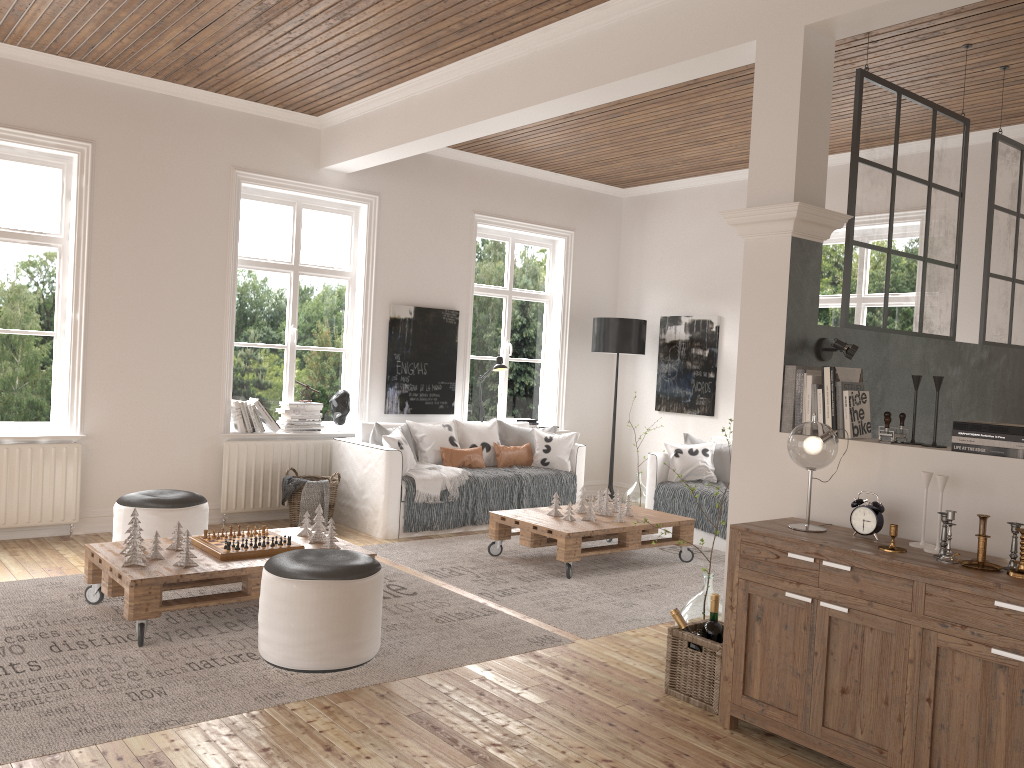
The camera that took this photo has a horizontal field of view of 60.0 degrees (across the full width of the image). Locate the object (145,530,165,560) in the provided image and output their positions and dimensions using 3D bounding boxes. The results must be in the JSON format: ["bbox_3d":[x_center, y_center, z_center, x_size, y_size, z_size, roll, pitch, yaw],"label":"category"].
[{"bbox_3d":[-1.663,0.747,4.136,0.072,0.132,0.076,2,2,-38],"label":"object"}]

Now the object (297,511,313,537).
[{"bbox_3d":[-1.118,0.757,4.829,0.079,0.137,0.075,3,1,10],"label":"object"}]

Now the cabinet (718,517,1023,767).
[{"bbox_3d":[1.385,0.936,2.851,0.408,0.750,1.432,2,2,-39],"label":"cabinet"}]

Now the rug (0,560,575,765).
[{"bbox_3d":[-1.370,1.125,4.290,2.474,0.003,2.254,2,2,-39],"label":"rug"}]

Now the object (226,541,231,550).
[{"bbox_3d":[-1.355,0.774,4.241,0.019,0.040,0.019,2,2,-43],"label":"object"}]

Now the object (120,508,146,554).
[{"bbox_3d":[-1.808,0.696,4.243,0.108,0.213,0.109,3,2,-14],"label":"object"}]

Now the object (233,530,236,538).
[{"bbox_3d":[-1.418,0.765,4.531,0.017,0.037,0.017,3,2,-20],"label":"object"}]

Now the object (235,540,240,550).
[{"bbox_3d":[-1.322,0.773,4.271,0.026,0.044,0.026,3,1,6],"label":"object"}]

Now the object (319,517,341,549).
[{"bbox_3d":[-0.928,0.762,4.539,0.082,0.160,0.082,4,2,40],"label":"object"}]

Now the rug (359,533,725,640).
[{"bbox_3d":[0.614,1.191,5.890,2.474,0.003,2.254,2,2,-39],"label":"rug"}]

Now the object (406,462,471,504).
[{"bbox_3d":[-0.639,0.724,6.815,0.588,0.255,0.729,2,2,-35],"label":"object"}]

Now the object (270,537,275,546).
[{"bbox_3d":[-1.182,0.776,4.383,0.022,0.047,0.022,3,1,-7],"label":"object"}]

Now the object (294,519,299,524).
[{"bbox_3d":[-1.482,0.960,6.553,0.280,0.186,0.291,4,2,37],"label":"object"}]

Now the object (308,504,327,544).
[{"bbox_3d":[-1.018,0.732,4.692,0.111,0.204,0.118,3,2,-15],"label":"object"}]

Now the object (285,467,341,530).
[{"bbox_3d":[-1.476,0.848,6.545,0.393,0.432,0.393,3,2,-17],"label":"object"}]

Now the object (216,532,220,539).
[{"bbox_3d":[-1.483,0.763,4.477,0.017,0.037,0.017,3,2,-20],"label":"object"}]

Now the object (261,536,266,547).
[{"bbox_3d":[-1.217,0.771,4.354,0.025,0.055,0.025,3,1,-7],"label":"object"}]

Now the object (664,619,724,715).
[{"bbox_3d":[0.814,1.130,3.573,0.276,0.270,0.276,2,2,-39],"label":"object"}]

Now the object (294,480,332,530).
[{"bbox_3d":[-1.468,0.862,6.502,0.290,0.356,0.349,3,1,-10],"label":"object"}]

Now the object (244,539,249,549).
[{"bbox_3d":[-1.287,0.772,4.298,0.022,0.047,0.022,4,2,19],"label":"object"}]

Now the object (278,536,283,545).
[{"bbox_3d":[-1.151,0.779,4.410,0.026,0.044,0.026,3,1,6],"label":"object"}]

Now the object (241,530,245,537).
[{"bbox_3d":[-1.382,0.766,4.558,0.017,0.037,0.017,3,2,-20],"label":"object"}]

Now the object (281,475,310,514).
[{"bbox_3d":[-1.524,0.842,6.492,0.303,0.332,0.367,4,2,42],"label":"object"}]

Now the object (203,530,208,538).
[{"bbox_3d":[-1.548,0.758,4.482,0.019,0.040,0.019,2,2,-43],"label":"object"}]

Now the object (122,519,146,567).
[{"bbox_3d":[-1.703,0.710,4.006,0.106,0.208,0.107,2,2,-23],"label":"object"}]

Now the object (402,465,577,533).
[{"bbox_3d":[-0.297,0.871,7.087,1.680,0.423,0.651,2,2,-38],"label":"object"}]

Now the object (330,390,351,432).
[{"bbox_3d":[-1.385,0.215,7.135,0.171,0.340,0.177,3,1,-3],"label":"object"}]

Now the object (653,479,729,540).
[{"bbox_3d":[1.882,0.962,6.523,0.656,0.390,1.704,2,2,-39],"label":"object"}]

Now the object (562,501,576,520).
[{"bbox_3d":[0.372,0.820,5.747,0.068,0.124,0.072,4,2,36],"label":"object"}]

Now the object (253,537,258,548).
[{"bbox_3d":[-1.250,0.768,4.326,0.025,0.058,0.025,3,1,6],"label":"object"}]

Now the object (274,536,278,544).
[{"bbox_3d":[-1.180,0.780,4.442,0.017,0.037,0.017,3,2,-20],"label":"object"}]

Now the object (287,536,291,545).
[{"bbox_3d":[-1.114,0.782,4.436,0.019,0.040,0.019,3,1,-5],"label":"object"}]

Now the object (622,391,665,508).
[{"bbox_3d":[1.249,0.627,7.923,0.515,1.117,0.275,2,2,-22],"label":"object"}]

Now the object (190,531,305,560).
[{"bbox_3d":[-1.334,0.808,4.461,0.429,0.036,0.429,2,2,-39],"label":"object"}]

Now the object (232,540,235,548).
[{"bbox_3d":[-1.352,0.774,4.306,0.017,0.037,0.017,3,2,-20],"label":"object"}]

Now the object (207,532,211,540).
[{"bbox_3d":[-1.518,0.762,4.447,0.017,0.037,0.017,3,2,-20],"label":"object"}]

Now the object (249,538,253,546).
[{"bbox_3d":[-1.281,0.776,4.359,0.017,0.037,0.017,3,2,-20],"label":"object"}]

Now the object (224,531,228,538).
[{"bbox_3d":[-1.451,0.764,4.503,0.017,0.037,0.017,3,2,-20],"label":"object"}]

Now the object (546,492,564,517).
[{"bbox_3d":[0.293,0.794,5.881,0.088,0.161,0.093,2,2,-30],"label":"object"}]

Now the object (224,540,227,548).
[{"bbox_3d":[-1.381,0.773,4.280,0.017,0.037,0.017,4,2,32],"label":"object"}]

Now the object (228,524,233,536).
[{"bbox_3d":[-1.445,0.752,4.564,0.025,0.058,0.025,3,1,6],"label":"object"}]

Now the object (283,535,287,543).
[{"bbox_3d":[-1.144,0.781,4.470,0.017,0.037,0.017,3,2,-20],"label":"object"}]

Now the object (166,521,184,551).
[{"bbox_3d":[-1.637,0.739,4.337,0.082,0.141,0.077,4,2,32],"label":"object"}]

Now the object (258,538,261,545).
[{"bbox_3d":[-1.248,0.778,4.387,0.017,0.037,0.017,3,2,-20],"label":"object"}]

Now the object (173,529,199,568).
[{"bbox_3d":[-1.478,0.742,4.030,0.085,0.166,0.085,4,2,37],"label":"object"}]

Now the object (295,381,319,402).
[{"bbox_3d":[-1.606,0.057,6.948,0.177,0.161,0.092,4,2,19],"label":"object"}]

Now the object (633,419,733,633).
[{"bbox_3d":[0.801,0.700,4.125,0.515,1.117,0.275,4,2,18],"label":"object"}]

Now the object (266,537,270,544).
[{"bbox_3d":[-1.214,0.779,4.414,0.017,0.037,0.017,3,2,-20],"label":"object"}]

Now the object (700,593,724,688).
[{"bbox_3d":[0.828,1.056,3.662,0.095,0.377,0.095,3,1,-3],"label":"object"}]

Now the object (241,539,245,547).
[{"bbox_3d":[-1.316,0.775,4.335,0.017,0.037,0.017,3,2,-20],"label":"object"}]
